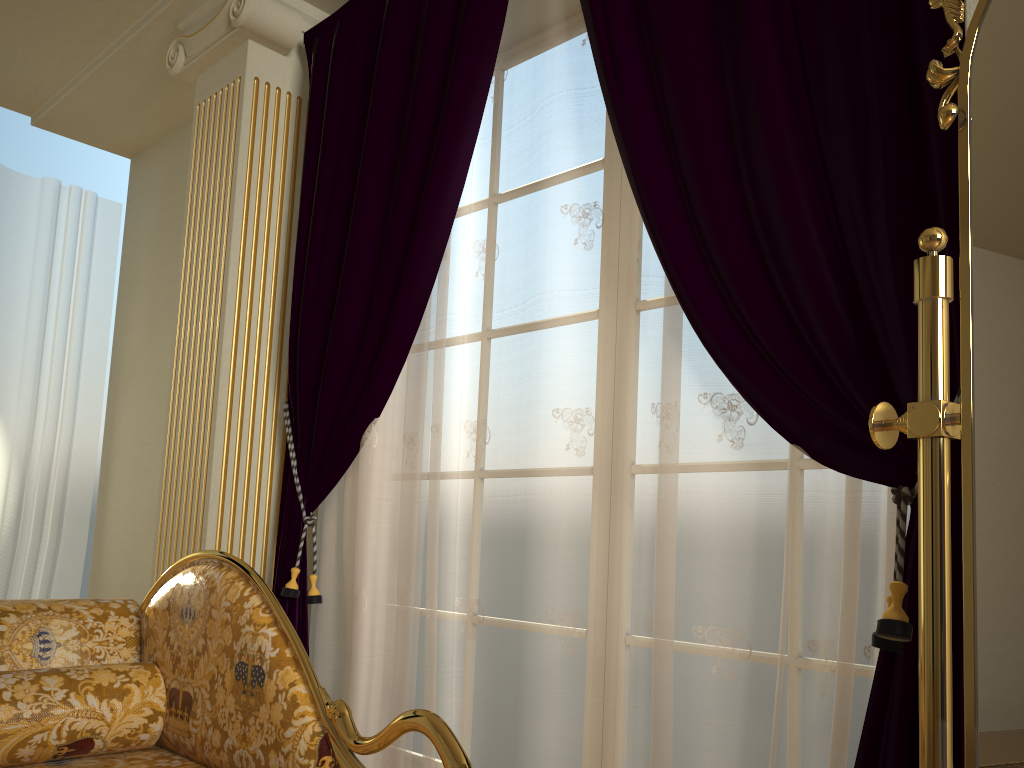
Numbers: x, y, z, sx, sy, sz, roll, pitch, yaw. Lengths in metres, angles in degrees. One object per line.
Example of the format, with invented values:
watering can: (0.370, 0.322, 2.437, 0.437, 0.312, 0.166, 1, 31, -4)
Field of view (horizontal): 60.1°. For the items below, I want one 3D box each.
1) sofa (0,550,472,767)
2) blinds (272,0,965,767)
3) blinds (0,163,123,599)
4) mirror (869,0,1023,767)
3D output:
sofa: (-0.597, 0.694, 1.349, 1.899, 0.863, 0.698, -7, -12, 44)
blinds: (0.066, -0.015, 2.181, 0.341, 2.630, 2.242, 9, -10, -44)
blinds: (-2.714, 0.160, 3.447, 2.179, 2.484, 0.164, 10, -10, -43)
mirror: (0.551, 0.215, 0.718, 0.244, 1.685, 0.543, 7, -8, -35)
